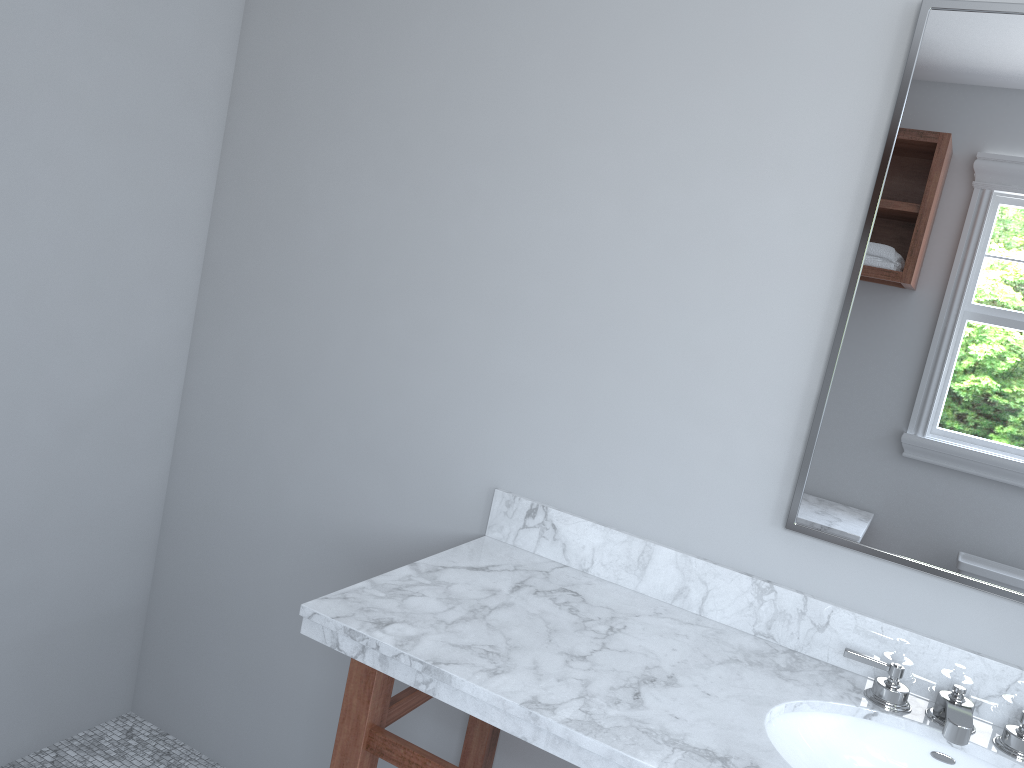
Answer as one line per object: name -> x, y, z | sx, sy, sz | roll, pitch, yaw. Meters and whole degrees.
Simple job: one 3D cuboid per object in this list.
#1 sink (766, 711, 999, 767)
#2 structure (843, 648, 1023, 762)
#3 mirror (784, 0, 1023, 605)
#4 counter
sink -> 0.592, 0.728, 1.317 | 0.494, 0.270, 0.517 | 10, 8, -15
structure -> 0.748, 0.543, 1.492 | 0.295, 0.069, 0.256 | 10, 8, -14
mirror -> 0.922, -0.115, 1.473 | 0.694, 0.977, 0.030 | 16, 9, 26
counter -> 0.443, 0.920, 1.407 | 1.657, 0.983, 0.638 | 16, 9, 26
